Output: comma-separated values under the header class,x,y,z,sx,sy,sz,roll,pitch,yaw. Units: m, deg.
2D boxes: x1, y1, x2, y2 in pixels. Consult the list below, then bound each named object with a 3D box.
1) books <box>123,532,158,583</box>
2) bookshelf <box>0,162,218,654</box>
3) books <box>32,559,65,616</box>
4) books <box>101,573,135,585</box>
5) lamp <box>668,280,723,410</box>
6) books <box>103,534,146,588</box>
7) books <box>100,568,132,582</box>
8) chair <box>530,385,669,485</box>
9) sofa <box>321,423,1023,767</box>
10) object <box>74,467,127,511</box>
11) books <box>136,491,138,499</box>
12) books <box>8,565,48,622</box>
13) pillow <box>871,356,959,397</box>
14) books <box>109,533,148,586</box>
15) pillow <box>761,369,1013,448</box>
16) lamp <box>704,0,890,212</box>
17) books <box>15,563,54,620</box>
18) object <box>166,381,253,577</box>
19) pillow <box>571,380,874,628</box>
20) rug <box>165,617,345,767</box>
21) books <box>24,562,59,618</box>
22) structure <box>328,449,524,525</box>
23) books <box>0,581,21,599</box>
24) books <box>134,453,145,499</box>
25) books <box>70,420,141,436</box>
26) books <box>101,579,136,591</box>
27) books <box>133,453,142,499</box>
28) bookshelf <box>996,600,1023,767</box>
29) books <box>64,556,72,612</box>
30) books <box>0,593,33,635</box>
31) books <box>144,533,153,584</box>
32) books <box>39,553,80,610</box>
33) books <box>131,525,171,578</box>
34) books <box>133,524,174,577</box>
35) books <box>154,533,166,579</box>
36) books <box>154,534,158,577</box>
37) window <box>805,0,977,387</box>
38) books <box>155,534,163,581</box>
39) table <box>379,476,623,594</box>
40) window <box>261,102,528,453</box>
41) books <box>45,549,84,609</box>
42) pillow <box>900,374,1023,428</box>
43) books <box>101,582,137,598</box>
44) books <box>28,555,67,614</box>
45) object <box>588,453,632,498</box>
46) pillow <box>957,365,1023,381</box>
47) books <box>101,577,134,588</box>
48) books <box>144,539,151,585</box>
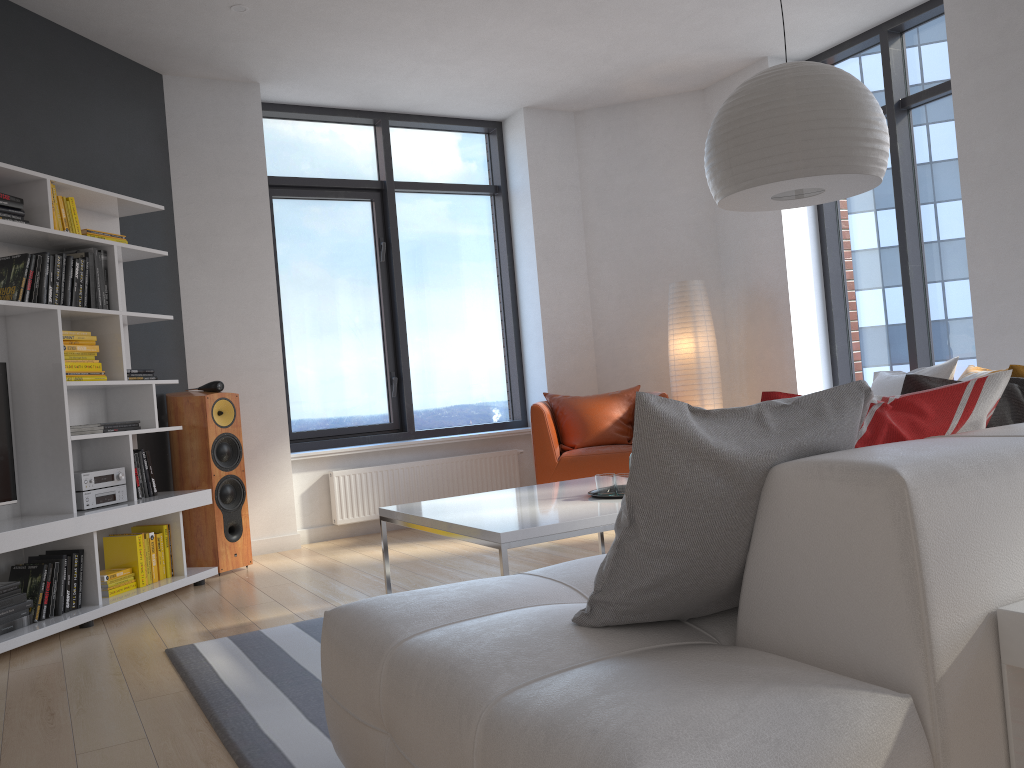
class,x,y,z,sx,sy,sz,roll,pitch,yaw
books,-1.889,0.880,4.485,0.185,0.250,0.035,-5,-1,16
bookshelf,-2.306,0.080,3.407,0.455,2.052,3.000,-5,-1,16
books,-2.041,0.893,3.893,0.172,0.242,0.069,-5,-1,17
books,-1.939,0.939,4.275,0.134,0.014,0.187,-5,-1,16
lamp,1.483,0.035,6.123,0.804,1.550,0.502,-5,-1,22
books,-1.919,0.879,4.392,0.198,0.255,0.044,-5,-1,16
books,-1.954,0.921,4.276,0.138,0.026,0.186,-5,-1,16
chair,0.599,0.454,5.939,0.896,0.858,0.843,-5,-1,4
sofa,1.004,0.452,2.930,3.424,0.732,2.614,-5,-1,-29
object,-2.062,0.510,4.275,0.270,0.174,0.285,-5,-1,16
books,-2.008,0.461,4.501,0.202,0.268,0.053,-5,-1,16
books,-2.090,0.899,3.804,0.182,0.234,0.104,-5,-1,17
pillow,1.707,0.122,3.301,0.580,0.456,2.156,-5,-1,-3
books,-1.913,0.877,4.422,0.199,0.263,0.015,-5,-1,16
pillow,1.452,0.161,2.257,2.250,0.449,0.575,-5,-1,-31
lamp,2.277,-0.620,2.908,3.199,2.647,0.710,-5,-1,7
books,-2.085,0.900,3.837,0.187,0.234,0.096,-5,-1,17
object,-1.773,0.537,5.095,0.434,1.088,0.290,-5,-1,31
pillow,1.207,0.155,2.502,2.953,0.453,0.647,-4,-1,-41
rug,0.073,0.896,3.245,2.326,0.016,1.662,-5,-1,-29
books,-2.063,0.898,3.864,0.169,0.233,0.081,-5,-1,15
structure,-0.551,0.759,6.244,1.474,0.460,0.110,-5,-1,-29
books,-2.209,0.862,3.595,0.250,0.047,0.310,-5,-1,12
books,-1.980,0.476,4.551,0.170,0.236,0.049,-5,-1,17
books,-2.065,0.223,4.450,0.250,0.047,0.310,-5,-1,12
books,-1.941,0.969,4.276,0.148,0.011,0.196,-5,-1,16
books,-1.994,0.476,4.530,0.189,0.240,0.053,-5,-1,17
bookshelf,1.946,0.474,1.749,2.600,0.500,0.356,-5,-1,-29
books,-2.046,0.894,3.947,0.179,0.243,0.068,-5,-1,15
books,-2.178,0.952,3.593,0.277,0.137,0.343,-5,-1,11
books,-1.899,0.880,4.459,0.180,0.251,0.019,-5,-1,16
books,-2.040,0.889,3.984,0.191,0.249,0.084,-5,-1,16
books,-1.867,0.870,4.591,0.204,0.270,0.029,-5,-1,16
books,-1.868,0.870,4.619,0.213,0.270,0.025,-5,-1,16
books,-1.868,0.887,4.562,0.172,0.234,0.024,-5,-1,16
books,-1.882,0.885,4.513,0.169,0.239,0.023,-5,-1,16
window,2.515,-1.089,5.625,0.170,2.402,1.310,-5,-1,-29
books,-1.872,0.887,4.535,0.172,0.234,0.024,-5,-1,16
table,0.200,0.665,3.466,1.091,0.435,1.091,-5,-1,-29
window,-0.870,-0.787,6.536,1.960,2.402,0.170,-5,-1,-29
books,-2.032,0.884,4.017,0.197,0.260,0.066,-5,-1,16
pillow,1.732,0.113,2.420,2.120,0.436,0.608,-5,-1,-33
books,-1.935,0.991,4.273,0.147,0.033,0.190,-5,-1,16
books,-2.060,0.888,3.923,0.192,0.254,0.075,-5,-1,15
object,0.448,0.292,3.446,0.330,0.265,0.330,-5,-1,-4
pillow,1.654,0.141,2.987,0.630,0.440,2.095,-5,-1,18
books,-1.925,0.954,4.265,0.113,0.018,0.169,-5,-1,18
books,-1.886,0.892,4.434,0.156,0.229,0.024,-5,-1,16
